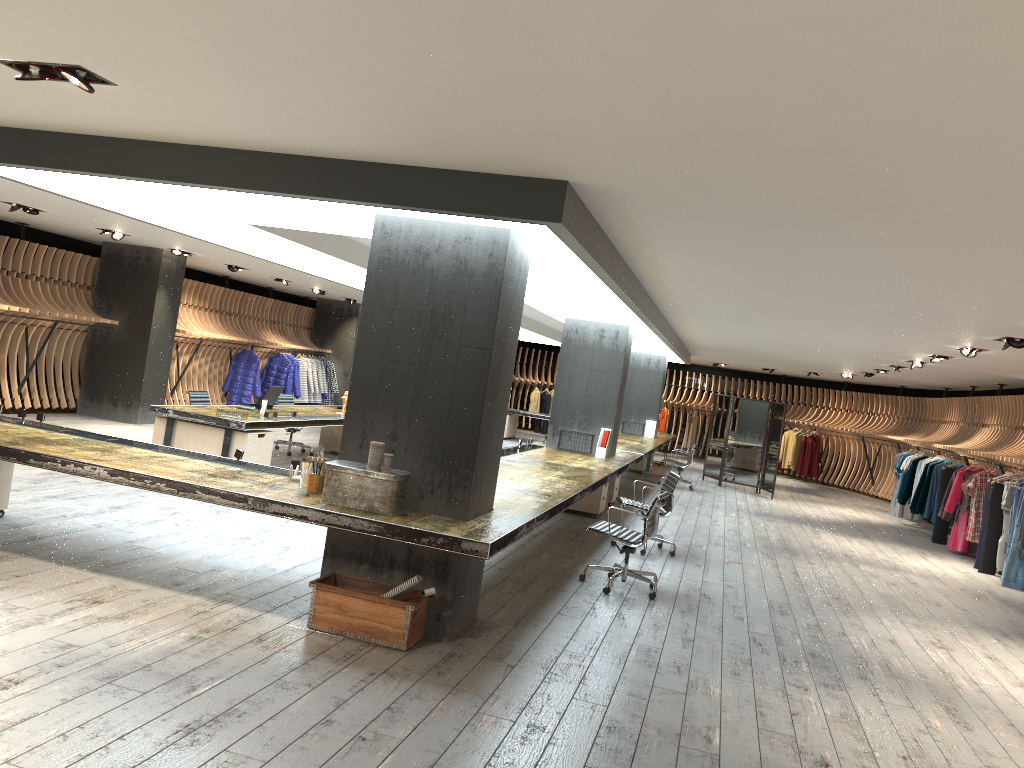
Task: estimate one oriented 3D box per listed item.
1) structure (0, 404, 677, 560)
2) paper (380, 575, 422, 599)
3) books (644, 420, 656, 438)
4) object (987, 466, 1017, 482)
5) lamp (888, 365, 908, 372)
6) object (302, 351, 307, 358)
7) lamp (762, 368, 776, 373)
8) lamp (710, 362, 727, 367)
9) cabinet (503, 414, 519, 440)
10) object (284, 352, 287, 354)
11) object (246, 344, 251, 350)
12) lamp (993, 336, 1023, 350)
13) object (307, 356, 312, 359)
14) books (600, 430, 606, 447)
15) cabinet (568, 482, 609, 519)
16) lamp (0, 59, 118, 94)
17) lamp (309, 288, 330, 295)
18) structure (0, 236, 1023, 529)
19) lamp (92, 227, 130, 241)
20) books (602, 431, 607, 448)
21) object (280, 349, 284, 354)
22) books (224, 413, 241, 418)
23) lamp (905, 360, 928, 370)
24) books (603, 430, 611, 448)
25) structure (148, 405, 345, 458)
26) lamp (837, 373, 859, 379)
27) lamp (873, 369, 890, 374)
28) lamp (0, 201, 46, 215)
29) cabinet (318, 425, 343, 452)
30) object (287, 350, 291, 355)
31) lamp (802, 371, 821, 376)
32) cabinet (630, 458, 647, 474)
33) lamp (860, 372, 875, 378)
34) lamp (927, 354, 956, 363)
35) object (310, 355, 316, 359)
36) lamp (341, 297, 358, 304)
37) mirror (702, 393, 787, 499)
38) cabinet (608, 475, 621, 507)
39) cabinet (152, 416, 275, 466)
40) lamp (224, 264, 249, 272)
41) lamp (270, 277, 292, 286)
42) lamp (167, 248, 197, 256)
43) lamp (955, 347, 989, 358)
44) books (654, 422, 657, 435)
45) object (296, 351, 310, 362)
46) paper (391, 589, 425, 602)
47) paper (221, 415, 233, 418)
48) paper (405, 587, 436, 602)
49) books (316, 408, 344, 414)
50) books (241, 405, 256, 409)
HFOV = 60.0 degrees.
[{"bbox_3d":[-0.431,1.028,13.784,4.838,0.844,18.465,9,1,14],"label":"structure"},{"bbox_3d":[-0.790,1.279,5.189,0.573,0.460,0.043,9,0,31],"label":"paper"},{"bbox_3d":[2.976,0.973,19.094,0.215,0.368,0.073,9,0,14],"label":"books"},{"bbox_3d":[6.613,1.220,11.799,0.012,0.270,0.526,9,0,-36],"label":"object"},{"bbox_3d":[6.657,-0.339,15.292,0.269,0.286,0.492,9,0,14],"label":"lamp"},{"bbox_3d":[-4.738,-0.586,20.256,0.518,0.313,0.012,9,0,14],"label":"object"},{"bbox_3d":[6.677,-0.426,22.984,0.269,0.294,0.493,9,0,-31],"label":"lamp"},{"bbox_3d":[5.676,-0.593,24.207,0.269,0.292,0.493,8,0,-44],"label":"lamp"},{"bbox_3d":[-0.273,1.052,22.625,0.594,0.630,1.131,9,0,14],"label":"cabinet"},{"bbox_3d":[-4.953,-0.619,19.406,0.523,0.291,0.012,9,0,14],"label":"object"},{"bbox_3d":[-5.330,-0.666,17.921,0.525,0.270,0.012,9,0,14],"label":"object"},{"bbox_3d":[5.152,-0.489,9.097,0.269,0.291,0.492,9,0,14],"label":"lamp"},{"bbox_3d":[-4.676,-0.579,20.511,0.518,0.313,0.012,9,0,14],"label":"object"},{"bbox_3d":[1.210,0.790,11.814,0.048,0.368,0.215,9,0,14],"label":"books"},{"bbox_3d":[0.661,1.328,11.656,1.132,0.630,0.593,9,0,14],"label":"cabinet"},{"bbox_3d":[-2.194,-1.542,4.278,0.493,0.291,0.269,9,0,14],"label":"lamp"},{"bbox_3d":[-4.013,-1.994,18.462,0.269,0.286,0.492,9,0,14],"label":"lamp"},{"bbox_3d":[-0.632,0.173,9.679,14.891,2.440,36.533,9,1,14],"label":"structure"},{"bbox_3d":[-5.518,-2.145,12.268,0.269,0.288,0.492,9,0,14],"label":"lamp"},{"bbox_3d":[1.231,0.793,11.809,0.048,0.368,0.215,9,0,14],"label":"books"},{"bbox_3d":[-5.019,-0.622,19.277,0.523,0.292,0.012,9,0,14],"label":"object"},{"bbox_3d":[-3.010,0.339,9.551,0.155,0.025,0.110,9,1,9],"label":"books"},{"bbox_3d":[6.280,-0.370,13.743,0.269,0.301,0.492,9,0,14],"label":"lamp"},{"bbox_3d":[1.252,0.796,11.804,0.048,0.368,0.215,9,0,14],"label":"books"},{"bbox_3d":[-2.144,0.761,14.431,1.163,0.844,10.445,9,1,14],"label":"structure"},{"bbox_3d":[7.578,-0.256,19.972,0.269,0.287,0.493,9,0,-6],"label":"lamp"},{"bbox_3d":[7.033,-0.297,16.840,0.269,0.294,0.492,9,0,14],"label":"lamp"},{"bbox_3d":[-5.894,-2.183,10.719,0.269,0.288,0.492,9,0,14],"label":"lamp"},{"bbox_3d":[-2.374,0.840,13.975,1.132,0.630,0.593,9,0,14],"label":"cabinet"},{"bbox_3d":[-4.926,-0.626,19.583,0.525,0.270,0.012,9,0,14],"label":"object"},{"bbox_3d":[7.327,-0.311,21.540,0.269,0.292,0.493,9,0,-19],"label":"lamp"},{"bbox_3d":[2.290,1.486,18.879,1.132,0.630,0.593,9,0,14],"label":"cabinet"},{"bbox_3d":[7.407,-0.261,18.389,0.269,0.291,0.492,9,0,9],"label":"lamp"},{"bbox_3d":[5.904,-0.410,12.195,0.269,0.296,0.492,9,0,14],"label":"lamp"},{"bbox_3d":[-4.634,-0.575,20.684,0.518,0.313,0.012,9,0,14],"label":"object"},{"bbox_3d":[-3.638,-1.953,20.010,0.269,0.292,0.492,9,0,14],"label":"lamp"},{"bbox_3d":[4.773,1.230,18.224,0.442,1.892,2.114,9,0,-35],"label":"mirror"},{"bbox_3d":[0.980,1.360,12.970,1.132,0.630,0.593,9,0,14],"label":"cabinet"},{"bbox_3d":[-3.291,0.753,9.736,1.132,0.630,0.593,9,0,14],"label":"cabinet"},{"bbox_3d":[-4.766,-2.067,15.365,0.269,0.292,0.492,9,0,14],"label":"lamp"},{"bbox_3d":[-4.390,-2.028,16.913,0.269,0.294,0.492,9,0,14],"label":"lamp"},{"bbox_3d":[-5.143,-2.103,13.816,0.269,0.296,0.492,9,0,14],"label":"lamp"},{"bbox_3d":[5.529,-0.454,10.646,0.269,0.284,0.492,9,0,14],"label":"lamp"},{"bbox_3d":[2.983,0.973,19.121,0.215,0.368,0.075,9,0,14],"label":"books"},{"bbox_3d":[-4.793,-0.591,20.027,0.518,0.313,0.012,9,0,14],"label":"object"},{"bbox_3d":[-0.824,1.302,5.232,0.724,0.365,0.047,9,0,33],"label":"paper"},{"bbox_3d":[-3.032,0.352,9.554,0.176,0.003,0.130,9,1,12],"label":"paper"},{"bbox_3d":[-0.777,1.308,5.246,0.624,0.290,0.041,9,0,-5],"label":"paper"},{"bbox_3d":[-2.576,0.375,12.485,0.366,0.026,0.212,9,1,24],"label":"books"},{"bbox_3d":[-3.249,0.278,10.874,0.186,0.027,0.112,9,1,-1],"label":"books"}]
